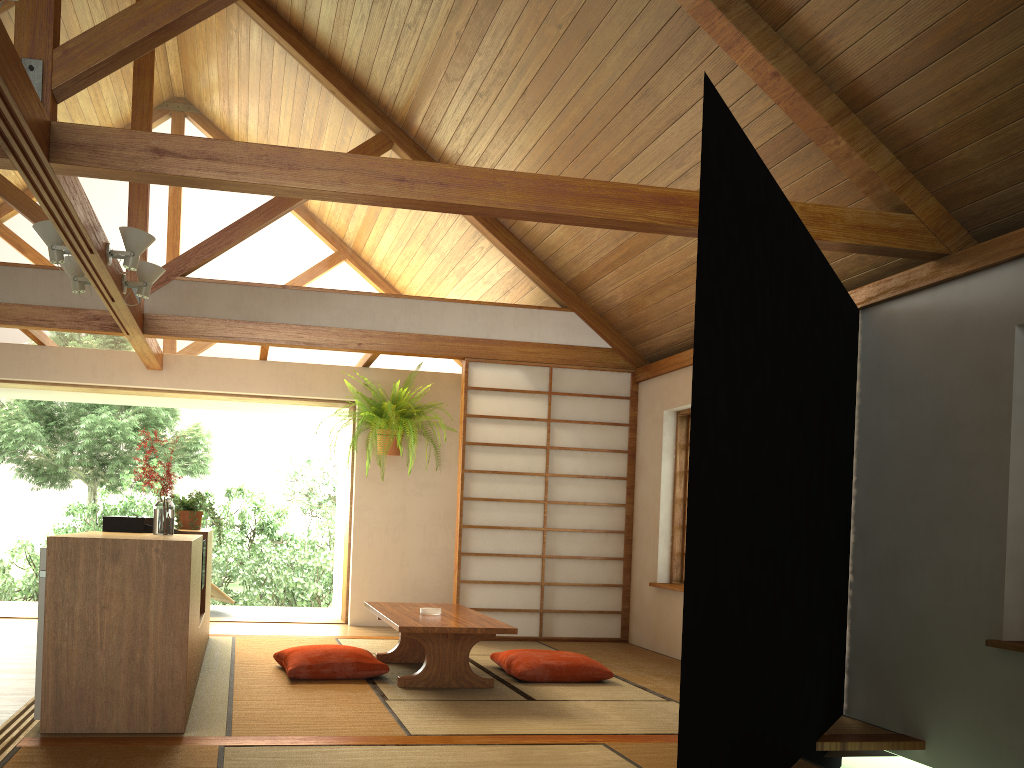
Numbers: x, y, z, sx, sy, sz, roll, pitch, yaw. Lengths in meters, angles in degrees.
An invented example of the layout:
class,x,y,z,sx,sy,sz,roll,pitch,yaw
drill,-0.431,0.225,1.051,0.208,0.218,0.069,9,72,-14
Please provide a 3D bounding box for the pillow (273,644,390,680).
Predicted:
class,x,y,z,sx,sy,sz,roll,pitch,yaw
pillow,-0.999,1.513,4.807,0.536,0.147,0.590,5,-9,-19

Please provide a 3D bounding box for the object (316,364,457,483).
class,x,y,z,sx,sy,sz,roll,pitch,yaw
object,-0.999,0.363,7.487,1.227,1.123,1.105,4,-5,-20

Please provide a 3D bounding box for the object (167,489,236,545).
class,x,y,z,sx,sy,sz,roll,pitch,yaw
object,-2.123,0.862,5.652,0.529,0.374,0.542,-2,-8,37

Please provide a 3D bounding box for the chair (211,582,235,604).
class,x,y,z,sx,sy,sz,roll,pitch,yaw
chair,-3.233,1.811,8.131,1.165,0.624,0.857,8,-8,-38

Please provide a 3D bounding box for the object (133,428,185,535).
class,x,y,z,sx,sy,sz,roll,pitch,yaw
object,-1.647,0.447,4.043,0.234,0.498,0.230,2,-1,-7

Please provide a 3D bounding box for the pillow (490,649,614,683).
class,x,y,z,sx,sy,sz,roll,pitch,yaw
pillow,0.207,1.600,5.005,0.541,0.131,0.584,4,-9,-14

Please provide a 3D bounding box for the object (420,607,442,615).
class,x,y,z,sx,sy,sz,roll,pitch,yaw
object,-0.451,1.260,4.855,0.112,0.030,0.128,9,-11,-39

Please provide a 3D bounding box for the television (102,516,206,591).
class,x,y,z,sx,sy,sz,roll,pitch,yaw
television,-1.878,0.975,4.622,0.477,0.536,0.664,3,-5,-14

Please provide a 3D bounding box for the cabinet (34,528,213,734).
class,x,y,z,sx,sy,sz,roll,pitch,yaw
cabinet,-1.914,1.147,4.618,0.540,0.731,2.756,3,-8,-17

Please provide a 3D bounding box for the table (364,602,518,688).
class,x,y,z,sx,sy,sz,roll,pitch,yaw
table,-0.449,1.448,4.879,0.584,0.333,1.250,4,-9,-15
